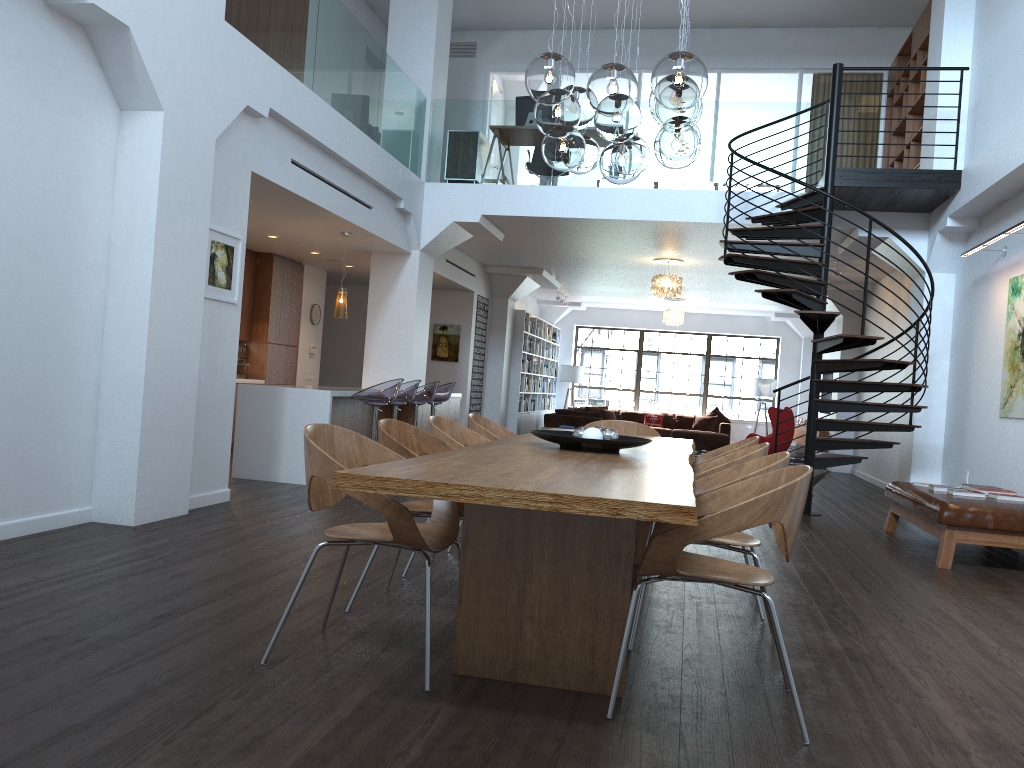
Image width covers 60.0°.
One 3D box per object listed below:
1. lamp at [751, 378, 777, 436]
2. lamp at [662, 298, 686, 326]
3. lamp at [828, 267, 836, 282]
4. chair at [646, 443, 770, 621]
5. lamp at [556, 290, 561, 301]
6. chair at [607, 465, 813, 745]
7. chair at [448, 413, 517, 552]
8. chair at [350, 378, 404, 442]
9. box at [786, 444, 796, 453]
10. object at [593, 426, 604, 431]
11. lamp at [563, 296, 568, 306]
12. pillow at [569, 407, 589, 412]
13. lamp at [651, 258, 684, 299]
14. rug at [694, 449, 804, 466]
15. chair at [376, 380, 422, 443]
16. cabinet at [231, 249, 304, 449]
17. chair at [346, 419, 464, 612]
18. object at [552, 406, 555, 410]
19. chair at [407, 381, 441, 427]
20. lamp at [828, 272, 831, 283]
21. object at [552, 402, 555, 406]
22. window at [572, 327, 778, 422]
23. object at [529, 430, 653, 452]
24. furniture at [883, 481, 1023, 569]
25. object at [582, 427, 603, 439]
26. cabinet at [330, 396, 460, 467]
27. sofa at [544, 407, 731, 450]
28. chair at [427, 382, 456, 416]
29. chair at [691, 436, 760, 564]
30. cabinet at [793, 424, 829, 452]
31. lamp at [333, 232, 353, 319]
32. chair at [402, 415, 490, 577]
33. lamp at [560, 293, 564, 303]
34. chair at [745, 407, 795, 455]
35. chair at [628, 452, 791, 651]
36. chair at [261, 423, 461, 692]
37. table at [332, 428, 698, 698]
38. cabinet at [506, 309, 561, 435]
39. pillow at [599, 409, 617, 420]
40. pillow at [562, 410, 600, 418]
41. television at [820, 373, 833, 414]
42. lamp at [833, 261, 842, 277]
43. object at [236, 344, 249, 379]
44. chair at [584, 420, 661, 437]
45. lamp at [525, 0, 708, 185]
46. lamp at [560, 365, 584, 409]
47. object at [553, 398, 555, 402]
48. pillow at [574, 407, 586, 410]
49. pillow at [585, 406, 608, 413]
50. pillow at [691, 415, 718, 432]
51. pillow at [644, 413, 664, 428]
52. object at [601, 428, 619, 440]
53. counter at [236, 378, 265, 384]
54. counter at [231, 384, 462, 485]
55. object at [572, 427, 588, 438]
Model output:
[{"bbox_3d":[5.545,0.670,19.664,0.545,1.579,0.545,4,0,22],"label":"lamp"},{"bbox_3d":[3.250,-1.437,17.805,0.442,0.539,0.441,4,0,-36],"label":"lamp"},{"bbox_3d":[4.447,-1.527,12.352,0.120,0.211,0.111,4,0,-29],"label":"lamp"},{"bbox_3d":[0.987,0.692,4.532,0.618,0.833,0.629,4,0,13],"label":"chair"},{"bbox_3d":[0.934,-1.779,17.840,0.120,0.211,0.111,4,0,-44],"label":"lamp"},{"bbox_3d":[0.687,0.668,3.017,0.618,0.833,0.629,4,0,11],"label":"chair"},{"bbox_3d":[-0.011,0.620,5.525,0.618,0.833,0.629,4,0,10],"label":"chair"},{"bbox_3d":[-1.275,0.437,8.187,0.481,1.014,0.530,4,0,14],"label":"chair"},{"bbox_3d":[6.169,1.425,19.688,0.228,0.165,0.368,4,0,11],"label":"box"},{"bbox_3d":[0.419,0.255,4.318,0.100,0.100,0.100,4,0,-34],"label":"object"},{"bbox_3d":[1.139,-1.763,18.844,0.120,0.211,0.111,4,0,-14],"label":"lamp"},{"bbox_3d":[1.301,0.627,16.629,0.269,0.411,0.559,4,0,-33],"label":"pillow"},{"bbox_3d":[2.246,-1.517,12.845,0.442,0.539,0.441,4,0,-36],"label":"lamp"},{"bbox_3d":[3.869,1.333,17.094,4.200,0.007,3.100,4,0,13],"label":"rug"},{"bbox_3d":[-1.177,0.445,8.813,0.481,1.014,0.530,4,0,9],"label":"chair"},{"bbox_3d":[-3.786,-0.488,9.756,0.598,2.499,5.299,4,0,11],"label":"cabinet"},{"bbox_3d":[-0.335,0.595,4.015,0.618,0.833,0.629,4,0,11],"label":"chair"},{"bbox_3d":[0.804,0.536,20.414,0.331,0.088,0.410,4,0,11],"label":"object"},{"bbox_3d":[-1.034,0.456,9.434,0.481,1.014,0.530,4,0,9],"label":"chair"},{"bbox_3d":[4.548,-1.520,12.848,0.120,0.211,0.111,4,0,-44],"label":"lamp"},{"bbox_3d":[0.810,0.448,20.414,0.331,0.088,0.410,4,0,11],"label":"object"},{"bbox_3d":[3.763,-0.247,20.768,4.648,1.905,0.114,4,0,11],"label":"window"},{"bbox_3d":[0.374,0.279,4.259,0.592,0.066,0.592,4,0,-31],"label":"object"},{"bbox_3d":[3.523,1.071,6.819,0.907,0.453,1.819,4,0,11],"label":"furniture"},{"bbox_3d":[0.378,0.254,4.164,0.100,0.100,0.100,4,0,-34],"label":"object"},{"bbox_3d":[-1.632,0.516,10.245,0.898,0.796,4.493,4,0,11],"label":"cabinet"},{"bbox_3d":[2.670,0.916,17.863,3.481,0.664,4.197,4,0,11],"label":"sofa"},{"bbox_3d":[-0.909,0.466,10.051,0.481,1.014,0.530,4,0,14],"label":"chair"},{"bbox_3d":[1.145,0.703,5.283,0.617,0.830,0.629,4,0,11],"label":"chair"},{"bbox_3d":[5.904,1.033,17.316,0.459,0.350,4.501,4,0,11],"label":"cabinet"},{"bbox_3d":[-0.706,-1.517,10.205,2.842,1.807,0.149,4,0,-39],"label":"lamp"},{"bbox_3d":[-0.183,0.607,4.764,0.618,0.833,0.629,4,0,11],"label":"chair"},{"bbox_3d":[1.035,-1.771,18.335,0.120,0.211,0.111,4,0,-29],"label":"lamp"},{"bbox_3d":[4.343,0.865,14.943,0.801,1.006,0.798,4,0,37],"label":"chair"},{"bbox_3d":[0.854,0.682,3.779,0.618,0.833,0.629,4,0,11],"label":"chair"},{"bbox_3d":[-0.487,0.583,3.263,0.618,0.833,0.629,4,0,11],"label":"chair"},{"bbox_3d":[0.344,0.686,4.253,1.012,0.750,3.803,4,0,12],"label":"table"},{"bbox_3d":[0.377,-0.129,18.453,0.461,2.414,4.500,4,0,11],"label":"cabinet"},{"bbox_3d":[2.086,0.713,19.479,0.489,0.337,0.238,4,0,-19],"label":"pillow"},{"bbox_3d":[1.282,0.668,16.361,0.750,0.364,0.289,4,0,11],"label":"pillow"},{"bbox_3d":[6.110,0.167,17.222,0.013,0.816,1.324,4,0,11],"label":"television"},{"bbox_3d":[4.344,-1.536,11.844,0.120,0.211,0.111,4,0,-14],"label":"lamp"},{"bbox_3d":[-3.529,-0.296,11.323,0.439,0.455,0.284,4,0,11],"label":"object"},{"bbox_3d":[0.728,0.675,6.141,0.629,0.833,0.618,4,0,6],"label":"chair"},{"bbox_3d":[0.612,-2.152,4.568,0.849,2.140,1.787,4,0,10],"label":"lamp"},{"bbox_3d":[1.350,0.363,20.625,0.545,1.579,0.545,4,0,0],"label":"lamp"},{"bbox_3d":[0.809,0.360,20.416,0.316,0.088,0.410,4,0,11],"label":"object"},{"bbox_3d":[1.478,0.664,18.050,0.325,0.391,0.625,4,0,28],"label":"pillow"},{"bbox_3d":[1.919,0.682,19.612,0.580,0.418,0.334,4,0,-15],"label":"pillow"},{"bbox_3d":[4.137,0.843,19.084,0.542,0.362,0.248,4,0,32],"label":"pillow"},{"bbox_3d":[3.100,0.803,19.417,0.465,0.308,0.220,4,0,8],"label":"pillow"},{"bbox_3d":[0.458,0.258,4.224,0.100,0.100,0.100,4,0,-34],"label":"object"},{"bbox_3d":[-3.907,-0.081,9.307,0.600,0.050,4.387,4,0,11],"label":"counter"},{"bbox_3d":[-1.059,0.533,8.471,3.039,0.860,8.182,4,0,-18],"label":"counter"},{"bbox_3d":[0.339,0.254,4.259,0.100,0.100,0.100,4,0,-34],"label":"object"}]
